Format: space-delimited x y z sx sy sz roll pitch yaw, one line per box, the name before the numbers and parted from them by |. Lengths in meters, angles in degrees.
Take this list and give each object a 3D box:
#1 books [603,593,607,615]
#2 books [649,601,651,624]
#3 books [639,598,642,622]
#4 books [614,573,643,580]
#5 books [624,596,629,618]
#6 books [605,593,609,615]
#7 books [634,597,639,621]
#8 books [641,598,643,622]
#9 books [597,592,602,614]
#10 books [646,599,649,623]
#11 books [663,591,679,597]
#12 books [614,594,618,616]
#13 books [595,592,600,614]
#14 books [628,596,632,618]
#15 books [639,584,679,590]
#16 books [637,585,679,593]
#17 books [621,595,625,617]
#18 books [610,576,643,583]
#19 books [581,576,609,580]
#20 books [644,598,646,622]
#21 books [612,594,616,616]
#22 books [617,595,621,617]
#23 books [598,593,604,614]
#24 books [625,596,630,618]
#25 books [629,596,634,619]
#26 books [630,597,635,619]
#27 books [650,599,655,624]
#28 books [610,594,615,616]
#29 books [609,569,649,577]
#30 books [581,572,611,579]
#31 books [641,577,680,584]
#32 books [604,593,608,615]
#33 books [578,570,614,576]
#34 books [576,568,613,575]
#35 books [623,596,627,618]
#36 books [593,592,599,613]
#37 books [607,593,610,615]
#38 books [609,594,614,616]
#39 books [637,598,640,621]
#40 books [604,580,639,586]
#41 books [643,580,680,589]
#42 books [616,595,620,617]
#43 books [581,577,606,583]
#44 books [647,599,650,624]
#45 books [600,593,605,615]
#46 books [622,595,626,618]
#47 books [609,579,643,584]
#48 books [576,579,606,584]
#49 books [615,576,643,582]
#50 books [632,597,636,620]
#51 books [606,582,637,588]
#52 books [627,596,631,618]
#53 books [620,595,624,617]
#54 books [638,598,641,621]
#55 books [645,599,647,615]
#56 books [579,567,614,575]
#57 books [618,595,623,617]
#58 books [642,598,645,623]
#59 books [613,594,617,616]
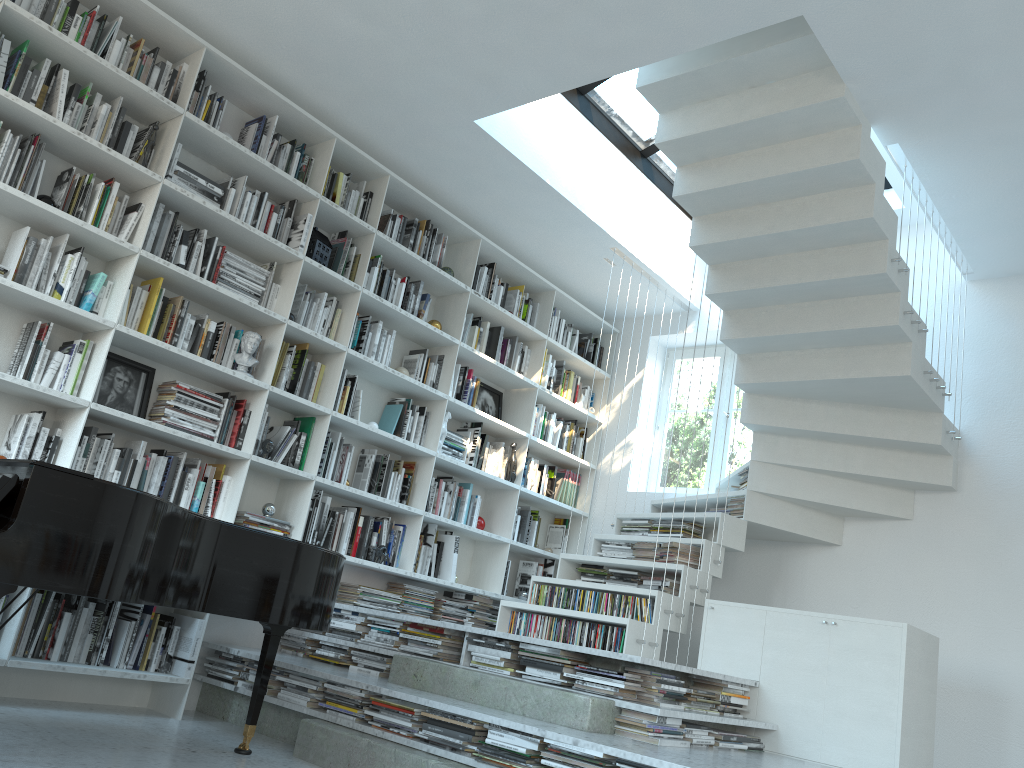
books | 0.530 1.196 4.764 0.013 0.125 0.125 -3 -21 40
books | 0.745 1.184 4.582 0.036 0.123 0.125 -3 -21 40
books | 0.703 1.187 4.617 0.036 0.122 0.125 -3 -21 40
books | 0.706 1.139 5.215 0.178 0.017 0.133 -5 -23 44
books | 0.634 1.189 4.676 0.010 0.125 0.125 -3 -21 40
books | 0.543 1.195 4.753 0.007 0.125 0.125 -3 -21 40
books | 0.677 1.187 4.640 0.011 0.125 0.125 -3 -21 40
books | 0.709 1.186 4.612 0.034 0.123 0.125 -3 -21 40
books | 0.503 1.197 4.787 0.011 0.125 0.125 -3 -21 40
books | 0.733 1.185 4.592 0.035 0.123 0.125 -3 -21 40
books | 0.847 1.172 4.944 0.136 0.017 0.289 18 -18 -24
books | 0.586 1.192 4.716 0.008 0.125 0.125 -3 -21 40
books | 0.495 1.198 4.793 0.009 0.125 0.125 -3 -21 40
books | 0.653 1.188 4.660 0.008 0.125 0.125 -3 -21 40
books | 0.849 1.141 4.950 0.161 0.007 0.254 19 -18 -27
books | 0.833 1.149 4.940 0.172 0.019 0.240 17 -18 -22
books | 0.618 1.190 4.689 0.008 0.125 0.125 -3 -21 40
books | 0.686 1.152 5.190 0.155 0.012 0.189 -5 -22 43
books | 0.529 1.183 5.349 0.198 0.010 0.132 -5 -23 44
books | 0.721 1.186 4.602 0.035 0.123 0.125 -3 -21 40
books | 0.575 1.193 4.726 0.007 0.125 0.125 -3 -21 40
books | 0.600 1.191 4.704 0.009 0.125 0.125 -3 -21 40
books | 0.510 1.197 4.780 0.009 0.125 0.125 -3 -21 40
books | 0.640 1.189 4.671 0.010 0.125 0.125 -3 -21 40
books | 0.658 1.188 4.656 0.008 0.125 0.125 -3 -21 40
books | 0.664 1.187 4.651 0.007 0.125 0.125 -3 -21 40
books | 0.751 1.184 4.577 0.034 0.123 0.125 -3 -21 40
books | 0.569 1.193 4.731 0.009 0.125 0.125 -3 -21 40
books | 0.693 1.116 5.201 0.194 0.014 0.178 -1 -20 35
books | 0.527 1.165 5.348 0.181 0.022 0.141 -1 -20 34
books | 0.852 1.103 4.959 0.169 0.014 0.212 19 -18 -27
books | 0.536 1.195 4.758 0.009 0.125 0.125 -3 -21 40
books | 0.526 1.149 5.347 0.208 0.009 0.160 -2 -20 36
books | 0.516 1.136 5.336 0.188 0.006 0.198 -2 -20 36
books | 0.629 1.190 4.680 0.008 0.125 0.125 -3 -21 40
books | 0.488 1.198 4.799 0.013 0.125 0.125 -3 -21 40
books | 0.550 1.194 4.747 0.012 0.125 0.125 -3 -21 40
books | 0.558 1.194 4.740 0.018 0.125 0.125 -3 -21 40
books | 0.691 1.187 4.628 0.034 0.123 0.125 -3 -21 40
books | 0.682 1.177 5.184 0.225 0.013 0.185 -2 -21 38
books | 0.859 1.127 4.959 0.141 0.028 0.223 20 -18 -28
books | 0.593 1.192 4.710 0.010 0.125 0.125 -3 -21 40
books | 0.522 1.192 5.340 0.166 0.015 0.146 -1 -20 35
books | 0.739 1.184 4.587 0.034 0.123 0.125 -3 -21 40
books | 0.519 1.196 4.773 0.016 0.125 0.125 -3 -21 40
books | 0.624 1.190 4.685 0.008 0.125 0.125 -3 -21 40
books | 0.692 1.169 5.196 0.220 0.013 0.150 -6 -23 45
books | 0.511 1.201 5.326 0.159 0.012 0.225 24 -21 -38
books | 0.707 1.153 5.215 0.185 0.008 0.130 -3 -21 39
books | 0.670 1.187 4.646 0.008 0.125 0.125 -3 -21 40
books | 0.680 1.191 5.180 0.207 0.016 0.175 -1 -20 35
books | 0.647 1.189 4.665 0.008 0.125 0.125 -3 -21 40
books | 0.613 1.191 4.694 0.007 0.125 0.125 -3 -21 40
books | 0.697 1.187 4.622 0.035 0.123 0.125 -3 -21 40
books | 0.727 1.185 4.597 0.036 0.123 0.125 -3 -21 40
books | 0.530 1.134 5.353 0.195 0.012 0.161 -2 -21 38
books | 0.607 1.191 4.699 0.007 0.125 0.125 -3 -21 40
books | 0.715 1.186 4.607 0.034 0.123 0.125 -3 -21 40
books | 0.581 1.192 4.721 0.008 0.125 0.125 -3 -21 40
